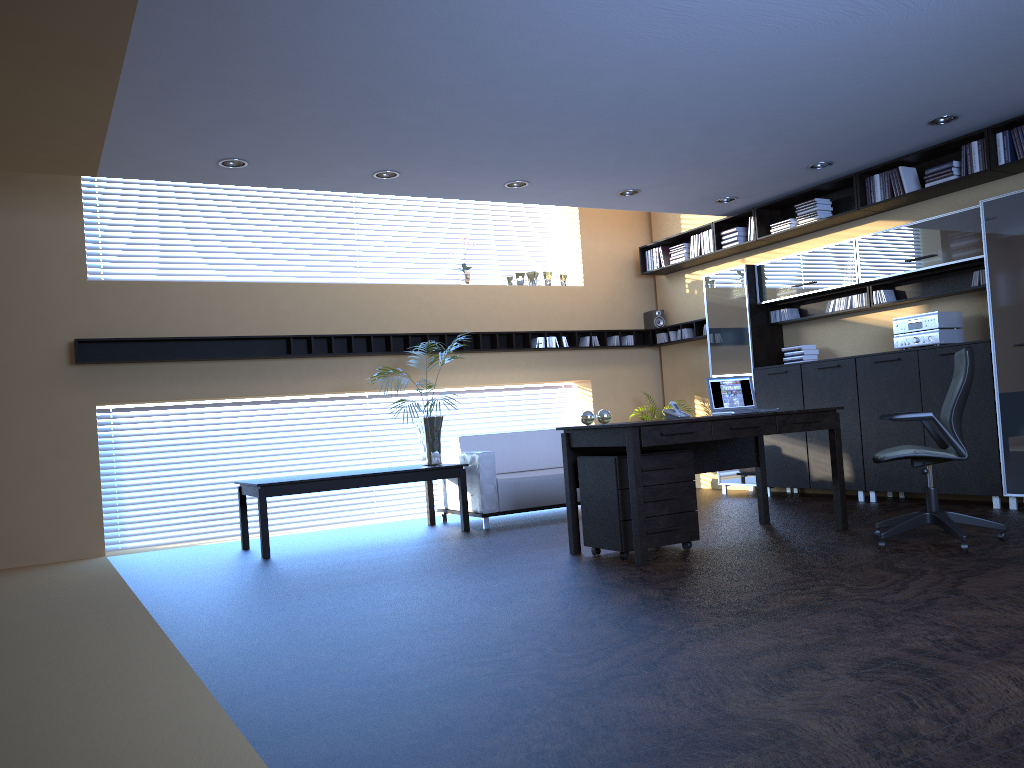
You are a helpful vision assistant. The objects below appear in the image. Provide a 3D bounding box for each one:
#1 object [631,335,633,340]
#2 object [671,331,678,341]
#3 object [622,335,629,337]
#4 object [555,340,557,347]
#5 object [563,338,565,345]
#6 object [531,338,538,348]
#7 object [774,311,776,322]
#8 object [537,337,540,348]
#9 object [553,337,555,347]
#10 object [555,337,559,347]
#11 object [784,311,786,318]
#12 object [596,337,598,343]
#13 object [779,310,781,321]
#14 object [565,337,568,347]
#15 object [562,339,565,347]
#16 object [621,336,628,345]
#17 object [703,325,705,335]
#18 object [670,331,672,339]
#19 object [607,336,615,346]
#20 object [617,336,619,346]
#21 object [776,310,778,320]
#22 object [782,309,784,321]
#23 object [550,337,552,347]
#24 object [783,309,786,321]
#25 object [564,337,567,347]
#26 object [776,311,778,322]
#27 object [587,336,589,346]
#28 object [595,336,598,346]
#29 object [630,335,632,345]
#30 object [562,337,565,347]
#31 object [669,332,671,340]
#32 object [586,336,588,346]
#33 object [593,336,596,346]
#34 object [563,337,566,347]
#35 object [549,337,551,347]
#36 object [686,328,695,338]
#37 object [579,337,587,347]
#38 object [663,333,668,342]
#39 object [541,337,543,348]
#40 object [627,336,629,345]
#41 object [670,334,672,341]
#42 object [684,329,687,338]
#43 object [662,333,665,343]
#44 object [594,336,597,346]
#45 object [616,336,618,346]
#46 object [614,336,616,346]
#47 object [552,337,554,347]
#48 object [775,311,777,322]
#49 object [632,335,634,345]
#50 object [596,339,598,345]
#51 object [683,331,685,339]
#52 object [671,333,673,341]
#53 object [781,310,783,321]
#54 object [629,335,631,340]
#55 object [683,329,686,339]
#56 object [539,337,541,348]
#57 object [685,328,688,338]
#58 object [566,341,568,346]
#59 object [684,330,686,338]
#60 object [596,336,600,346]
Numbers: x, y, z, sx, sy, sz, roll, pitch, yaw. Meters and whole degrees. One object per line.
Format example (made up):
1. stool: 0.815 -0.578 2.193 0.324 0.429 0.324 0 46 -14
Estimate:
1. object: 1.437 -0.530 10.900 0.009 0.120 0.142 -4 -2 -29
2. object: 1.989 -0.578 10.674 0.142 0.118 0.040 -3 -1 -29
3. object: 1.390 -0.527 10.881 0.009 0.124 0.142 -4 -2 -29
4. object: 0.490 -0.481 10.394 0.041 0.122 0.142 -4 -2 -29
5. object: 0.576 -0.487 10.434 0.030 0.120 0.142 -4 -2 -29
6. object: 0.258 -0.470 10.262 0.040 0.118 0.142 -4 -2 -29
7. object: 2.783 -0.701 9.210 0.140 0.118 0.006 -3 -1 -29
8. object: 0.280 -0.473 10.272 0.009 0.120 0.142 -4 -2 -29
9. object: 0.455 -0.481 10.367 0.009 0.120 0.142 -4 -2 -29
10. object: 0.492 -0.482 10.392 0.040 0.118 0.142 -4 -2 -29
11. object: 2.849 -0.711 9.084 0.140 0.117 0.026 -3 -1 -29
12. object: 0.984 -0.507 10.654 0.026 0.117 0.140 -4 -2 -29
13. object: 2.817 -0.706 9.149 0.142 0.120 0.009 -3 -1 -29
14. object: 0.606 -0.487 10.453 0.040 0.118 0.142 -4 -2 -29
15. object: 0.567 -0.486 10.429 0.030 0.120 0.142 -4 -2 -29
16. object: 1.370 -0.525 10.866 0.040 0.118 0.142 -4 -2 -29
17. object: 2.258 -0.619 10.180 0.142 0.118 0.040 -3 -1 -29
18. object: 1.977 -0.577 10.697 0.142 0.120 0.030 -3 -1 -29
19. object: 1.198 -0.516 10.778 0.040 0.118 0.142 -4 -2 -29
20. object: 1.258 -0.521 10.808 0.009 0.120 0.142 -4 -2 -29
21. object: 2.797 -0.703 9.184 0.142 0.120 0.009 -3 -1 -28
22. object: 2.834 -0.709 9.112 0.142 0.120 0.009 -3 -1 -29
23. object: 0.420 -0.480 10.345 0.009 0.120 0.142 -4 -2 -29
24. object: 2.842 -0.709 9.105 0.142 0.120 0.009 -3 -1 -29
25. object: 0.592 -0.488 10.448 0.026 0.117 0.140 -4 -2 -29
26. object: 2.796 -0.703 9.182 0.140 0.118 0.006 -3 -1 -28
27. object: 0.869 -0.501 10.599 0.030 0.120 0.142 -4 -2 -29
28. object: 0.973 -0.506 10.652 0.030 0.120 0.142 -4 -2 -29
29. object: 1.419 -0.529 10.891 0.009 0.120 0.142 -4 -2 -29
30. object: 0.568 -0.487 10.427 0.026 0.117 0.140 -4 -2 -29
31. object: 1.967 -0.576 10.715 0.142 0.120 0.030 -3 -1 -29
32. object: 0.859 -0.500 10.596 0.030 0.120 0.142 -4 -2 -29
33. object: 0.955 -0.505 10.643 0.030 0.120 0.142 -4 -2 -29
34. object: 0.583 -0.487 10.442 0.030 0.120 0.142 -4 -2 -29
35. object: 0.410 -0.479 10.342 0.009 0.120 0.142 -4 -2 -29
36. object: 2.115 -0.597 10.442 0.142 0.118 0.040 -3 -1 -29
37. object: 0.848 -0.499 10.584 0.040 0.118 0.142 -4 -2 -29
38. object: 1.912 -0.567 10.815 0.142 0.118 0.040 -3 -1 -29
39. object: 0.314 -0.474 10.293 0.006 0.118 0.140 -4 -2 -29
40. object: 1.388 -0.527 10.883 0.009 0.120 0.142 -4 -2 -29
41. object: 1.972 -0.577 10.706 0.142 0.120 0.030 -3 -1 -29
42. object: 2.103 -0.597 10.465 0.142 0.120 0.030 -3 -1 -29
43. object: 1.900 -0.566 10.837 0.142 0.120 0.009 -3 -1 -29
44. object: 0.966 -0.506 10.645 0.030 0.120 0.142 -4 -2 -29
45. object: 1.241 -0.520 10.796 0.030 0.120 0.142 -4 -2 -29
46. object: 1.211 -0.518 10.787 0.030 0.120 0.142 -4 -2 -29
47. object: 0.445 -0.481 10.363 0.009 0.120 0.142 -4 -2 -29
48. object: 2.791 -0.702 9.192 0.142 0.120 0.009 -3 -1 -29
49. object: 1.446 -0.530 10.904 0.009 0.120 0.142 -4 -2 -28
50. object: 0.982 -0.507 10.658 0.030 0.120 0.142 -4 -2 -29
51. object: 2.083 -0.594 10.501 0.142 0.120 0.009 -3 -1 -29
52. object: 1.982 -0.578 10.688 0.142 0.120 0.030 -3 -1 -29
53. object: 2.829 -0.708 9.120 0.140 0.118 0.006 -3 -1 -29
54. object: 1.410 -0.528 10.886 0.009 0.120 0.142 -4 -2 -29
55. object: 2.093 -0.595 10.483 0.142 0.120 0.030 -3 -1 -29
56. object: 0.289 -0.473 10.277 0.009 0.120 0.142 -4 -2 -29
57. object: 2.108 -0.597 10.455 0.142 0.120 0.030 -3 -1 -29
58. object: 0.607 -0.487 10.452 0.036 0.116 0.140 -4 -2 -29
59. object: 2.098 -0.596 10.474 0.142 0.120 0.030 -3 -1 -29
60. object: 0.995 -0.506 10.666 0.040 0.118 0.142 -4 -2 -29
